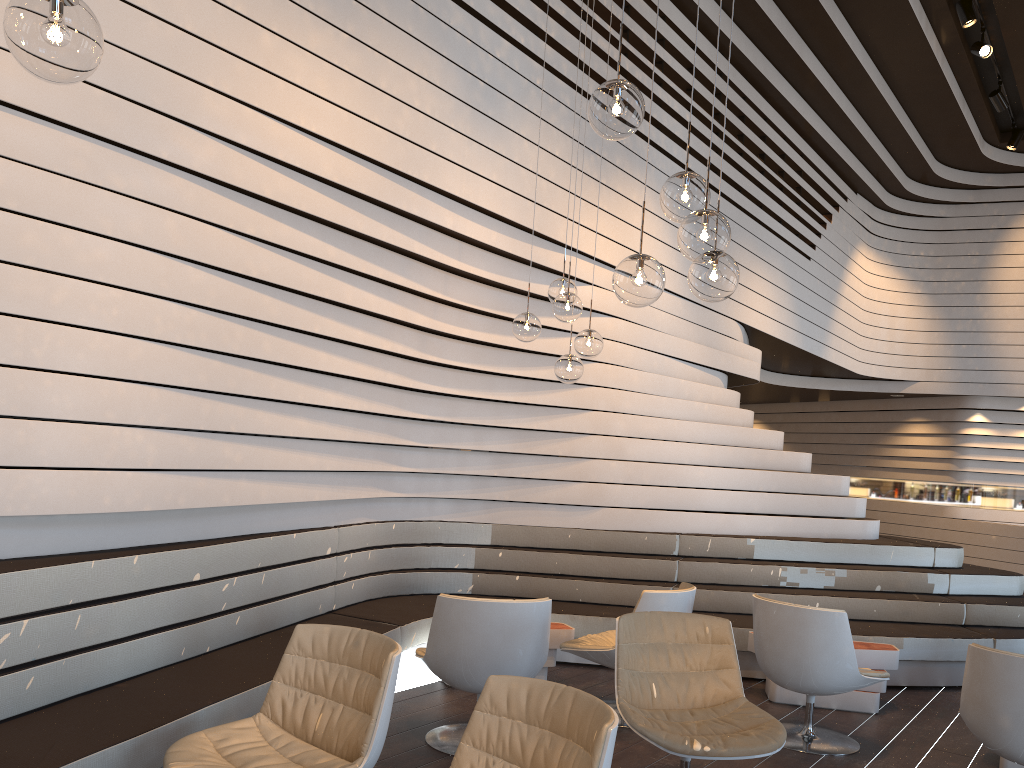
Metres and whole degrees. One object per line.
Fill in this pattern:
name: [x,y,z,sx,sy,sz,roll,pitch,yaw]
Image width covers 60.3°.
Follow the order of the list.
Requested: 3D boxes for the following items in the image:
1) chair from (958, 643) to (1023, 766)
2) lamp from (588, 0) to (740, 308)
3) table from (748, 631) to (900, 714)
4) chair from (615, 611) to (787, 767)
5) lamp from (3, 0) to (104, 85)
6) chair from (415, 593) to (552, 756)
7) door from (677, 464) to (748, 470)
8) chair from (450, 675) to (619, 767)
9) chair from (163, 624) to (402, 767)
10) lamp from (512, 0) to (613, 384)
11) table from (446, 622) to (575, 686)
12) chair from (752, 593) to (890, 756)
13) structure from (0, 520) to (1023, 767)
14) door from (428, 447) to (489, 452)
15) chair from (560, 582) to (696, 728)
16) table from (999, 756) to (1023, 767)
chair: [2.265,1.501,3.779,0.658,0.767,0.709,3,-1,36]
lamp: [0.619,-2.612,2.723,0.310,4.749,0.660,5,2,44]
table: [1.972,1.825,5.566,0.906,0.371,0.414,3,-2,8]
chair: [0.746,1.394,3.685,0.656,0.767,0.712,4,-1,-15]
lamp: [-0.811,-2.802,1.434,0.294,4.683,0.542,5,2,31]
chair: [-0.144,1.392,4.384,0.656,0.767,0.712,4,-1,-10]
door: [4.132,1.803,17.860,1.776,2.705,0.079,4,1,40]
chair: [-0.097,1.229,2.345,0.709,0.767,0.658,5,-1,-34]
chair: [-0.741,1.232,2.907,0.658,0.767,0.709,3,-2,43]
lamp: [0.404,-2.366,4.904,0.532,4.722,0.332,4,2,-3]
table: [-0.102,1.688,5.563,0.904,0.371,0.414,5,-2,-17]
chair: [1.634,1.541,4.774,0.709,0.767,0.658,5,-1,-38]
structure: [-1.497,1.034,2.076,5.787,0.928,18.198,1,-5,32]
door: [-0.490,1.075,8.962,0.972,2.109,0.162,4,1,35]
chair: [0.658,1.496,5.016,0.712,0.767,0.655,3,-1,35]
table: [2.789,1.781,4.358,0.908,0.371,0.413,1,-3,38]
